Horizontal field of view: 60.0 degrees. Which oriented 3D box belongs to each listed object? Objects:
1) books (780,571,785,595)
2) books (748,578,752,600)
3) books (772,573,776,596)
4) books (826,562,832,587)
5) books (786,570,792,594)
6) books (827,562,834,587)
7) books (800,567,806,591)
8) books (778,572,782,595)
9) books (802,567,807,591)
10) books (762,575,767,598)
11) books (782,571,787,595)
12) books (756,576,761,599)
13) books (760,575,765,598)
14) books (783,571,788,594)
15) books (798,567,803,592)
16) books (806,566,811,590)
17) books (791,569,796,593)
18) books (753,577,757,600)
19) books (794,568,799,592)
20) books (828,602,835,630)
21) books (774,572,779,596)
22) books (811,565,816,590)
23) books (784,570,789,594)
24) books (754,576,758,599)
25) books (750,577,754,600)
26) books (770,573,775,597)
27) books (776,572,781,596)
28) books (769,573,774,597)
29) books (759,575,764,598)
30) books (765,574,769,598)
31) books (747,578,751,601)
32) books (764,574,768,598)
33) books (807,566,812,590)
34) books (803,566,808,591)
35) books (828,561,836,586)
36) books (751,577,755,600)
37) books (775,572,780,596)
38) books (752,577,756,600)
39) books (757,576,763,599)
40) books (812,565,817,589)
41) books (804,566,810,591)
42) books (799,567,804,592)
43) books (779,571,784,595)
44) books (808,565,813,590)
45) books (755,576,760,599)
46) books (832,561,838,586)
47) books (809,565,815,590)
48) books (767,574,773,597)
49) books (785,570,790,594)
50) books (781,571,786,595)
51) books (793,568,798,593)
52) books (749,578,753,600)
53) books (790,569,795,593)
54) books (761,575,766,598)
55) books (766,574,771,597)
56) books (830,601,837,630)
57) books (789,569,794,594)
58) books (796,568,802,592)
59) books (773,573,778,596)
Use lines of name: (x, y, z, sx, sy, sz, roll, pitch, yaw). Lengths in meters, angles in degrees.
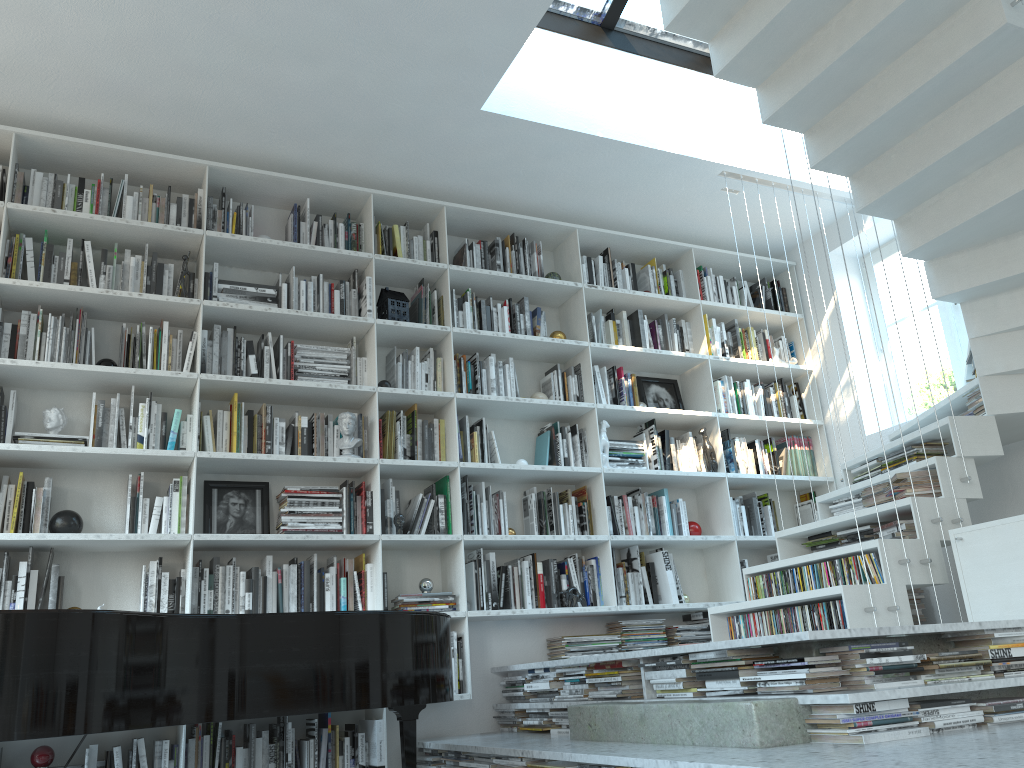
books: (1.264, 0.903, 3.983, 0.125, 0.125, 0.008, 5, -20, -25)
books: (1.170, 0.974, 4.173, 0.125, 0.125, 0.008, 5, -20, -25)
books: (1.241, 0.920, 4.030, 0.125, 0.125, 0.009, 5, -20, -25)
books: (1.384, 0.812, 3.741, 0.125, 0.125, 0.007, 5, -20, -25)
books: (1.282, 0.889, 3.946, 0.125, 0.125, 0.008, 5, -20, -25)
books: (1.388, 0.809, 3.732, 0.125, 0.125, 0.012, 5, -20, -25)
books: (1.319, 0.861, 3.871, 0.125, 0.125, 0.007, 5, -20, -25)
books: (1.257, 0.908, 3.997, 0.125, 0.125, 0.008, 5, -20, -25)
books: (1.322, 0.859, 3.865, 0.125, 0.125, 0.007, 5, -20, -25)
books: (1.214, 0.941, 4.084, 0.125, 0.125, 0.007, 5, -20, -25)
books: (1.270, 0.898, 3.970, 0.125, 0.125, 0.007, 5, -20, -25)
books: (1.196, 0.954, 4.120, 0.125, 0.125, 0.010, 5, -20, -25)
books: (1.208, 0.945, 4.096, 0.125, 0.125, 0.007, 5, -20, -25)
books: (1.273, 0.896, 3.964, 0.125, 0.125, 0.007, 5, -20, -25)
books: (1.312, 0.866, 3.885, 0.125, 0.125, 0.010, 5, -20, -25)
books: (1.333, 0.850, 3.843, 0.125, 0.125, 0.008, 5, -20, -25)
books: (1.295, 0.880, 3.921, 0.125, 0.125, 0.009, 5, -20, -25)
books: (1.186, 0.962, 4.141, 0.125, 0.125, 0.009, 5, -20, -25)
books: (1.303, 0.874, 3.905, 0.125, 0.125, 0.010, 5, -20, -25)
books: (1.315, 0.926, 3.517, 0.125, 0.125, 0.009, 5, -20, -25)
books: (1.247, 0.915, 4.016, 0.125, 0.125, 0.007, 5, -20, -25)
books: (1.346, 0.841, 3.818, 0.125, 0.125, 0.007, 5, -20, -25)
books: (1.276, 0.894, 3.958, 0.125, 0.125, 0.008, 5, -20, -25)
books: (1.189, 0.960, 4.134, 0.125, 0.125, 0.007, 5, -20, -25)
books: (1.176, 0.969, 4.160, 0.125, 0.125, 0.008, 5, -20, -25)
books: (1.237, 0.923, 4.037, 0.125, 0.125, 0.007, 5, -20, -25)
books: (1.253, 0.911, 4.004, 0.125, 0.125, 0.008, 5, -20, -25)
books: (1.233, 0.926, 4.044, 0.125, 0.125, 0.010, 5, -20, -25)
books: (1.204, 0.948, 4.103, 0.125, 0.125, 0.008, 5, -20, -25)
books: (1.221, 0.936, 4.070, 0.125, 0.125, 0.008, 5, -20, -25)
books: (1.166, 0.977, 4.181, 0.125, 0.125, 0.009, 5, -20, -25)
books: (1.217, 0.938, 4.077, 0.125, 0.125, 0.008, 5, -20, -25)
books: (1.336, 0.848, 3.837, 0.125, 0.125, 0.008, 5, -20, -25)
books: (1.326, 0.856, 3.858, 0.125, 0.125, 0.010, 5, -20, -25)
books: (1.392, 0.806, 3.724, 0.125, 0.125, 0.018, 5, -20, -25)
books: (1.179, 0.967, 4.154, 0.125, 0.125, 0.007, 5, -20, -25)
books: (1.251, 0.913, 4.010, 0.125, 0.125, 0.008, 5, -20, -25)
books: (1.182, 0.965, 4.148, 0.125, 0.125, 0.008, 5, -20, -25)
books: (1.200, 0.952, 4.113, 0.125, 0.125, 0.012, 5, -20, -25)
books: (1.349, 0.839, 3.811, 0.125, 0.125, 0.008, 5, -20, -25)
books: (1.330, 0.853, 3.850, 0.125, 0.125, 0.008, 5, -20, -25)
books: (1.316, 0.864, 3.878, 0.125, 0.125, 0.007, 5, -20, -25)
books: (1.260, 0.906, 3.990, 0.125, 0.125, 0.008, 5, -20, -25)
books: (1.339, 0.846, 3.830, 0.125, 0.125, 0.008, 5, -20, -25)
books: (1.192, 0.957, 4.128, 0.125, 0.125, 0.008, 5, -20, -25)
books: (1.398, 0.802, 3.712, 0.125, 0.125, 0.009, 5, -20, -25)
books: (1.342, 0.844, 3.824, 0.125, 0.125, 0.008, 5, -20, -25)
books: (1.229, 0.929, 4.053, 0.125, 0.125, 0.010, 5, -20, -25)
books: (1.279, 0.891, 3.952, 0.125, 0.125, 0.008, 5, -20, -25)
books: (1.267, 0.901, 3.977, 0.125, 0.125, 0.007, 5, -20, -25)
books: (1.299, 0.877, 3.913, 0.125, 0.125, 0.007, 5, -20, -25)
books: (1.173, 0.972, 4.167, 0.125, 0.125, 0.009, 5, -20, -25)
books: (1.291, 0.882, 3.928, 0.125, 0.125, 0.011, 5, -20, -25)
books: (1.211, 0.943, 4.090, 0.125, 0.125, 0.007, 5, -20, -25)
books: (1.225, 0.933, 4.062, 0.125, 0.125, 0.010, 5, -20, -25)
books: (1.319, 0.922, 3.509, 0.125, 0.125, 0.007, 5, -20, -25)
books: (1.287, 0.886, 3.937, 0.125, 0.125, 0.012, 5, -20, -25)
books: (1.308, 0.870, 3.895, 0.125, 0.125, 0.014, 5, -20, -25)
books: (1.244, 0.918, 4.023, 0.125, 0.125, 0.009, 5, -20, -25)
